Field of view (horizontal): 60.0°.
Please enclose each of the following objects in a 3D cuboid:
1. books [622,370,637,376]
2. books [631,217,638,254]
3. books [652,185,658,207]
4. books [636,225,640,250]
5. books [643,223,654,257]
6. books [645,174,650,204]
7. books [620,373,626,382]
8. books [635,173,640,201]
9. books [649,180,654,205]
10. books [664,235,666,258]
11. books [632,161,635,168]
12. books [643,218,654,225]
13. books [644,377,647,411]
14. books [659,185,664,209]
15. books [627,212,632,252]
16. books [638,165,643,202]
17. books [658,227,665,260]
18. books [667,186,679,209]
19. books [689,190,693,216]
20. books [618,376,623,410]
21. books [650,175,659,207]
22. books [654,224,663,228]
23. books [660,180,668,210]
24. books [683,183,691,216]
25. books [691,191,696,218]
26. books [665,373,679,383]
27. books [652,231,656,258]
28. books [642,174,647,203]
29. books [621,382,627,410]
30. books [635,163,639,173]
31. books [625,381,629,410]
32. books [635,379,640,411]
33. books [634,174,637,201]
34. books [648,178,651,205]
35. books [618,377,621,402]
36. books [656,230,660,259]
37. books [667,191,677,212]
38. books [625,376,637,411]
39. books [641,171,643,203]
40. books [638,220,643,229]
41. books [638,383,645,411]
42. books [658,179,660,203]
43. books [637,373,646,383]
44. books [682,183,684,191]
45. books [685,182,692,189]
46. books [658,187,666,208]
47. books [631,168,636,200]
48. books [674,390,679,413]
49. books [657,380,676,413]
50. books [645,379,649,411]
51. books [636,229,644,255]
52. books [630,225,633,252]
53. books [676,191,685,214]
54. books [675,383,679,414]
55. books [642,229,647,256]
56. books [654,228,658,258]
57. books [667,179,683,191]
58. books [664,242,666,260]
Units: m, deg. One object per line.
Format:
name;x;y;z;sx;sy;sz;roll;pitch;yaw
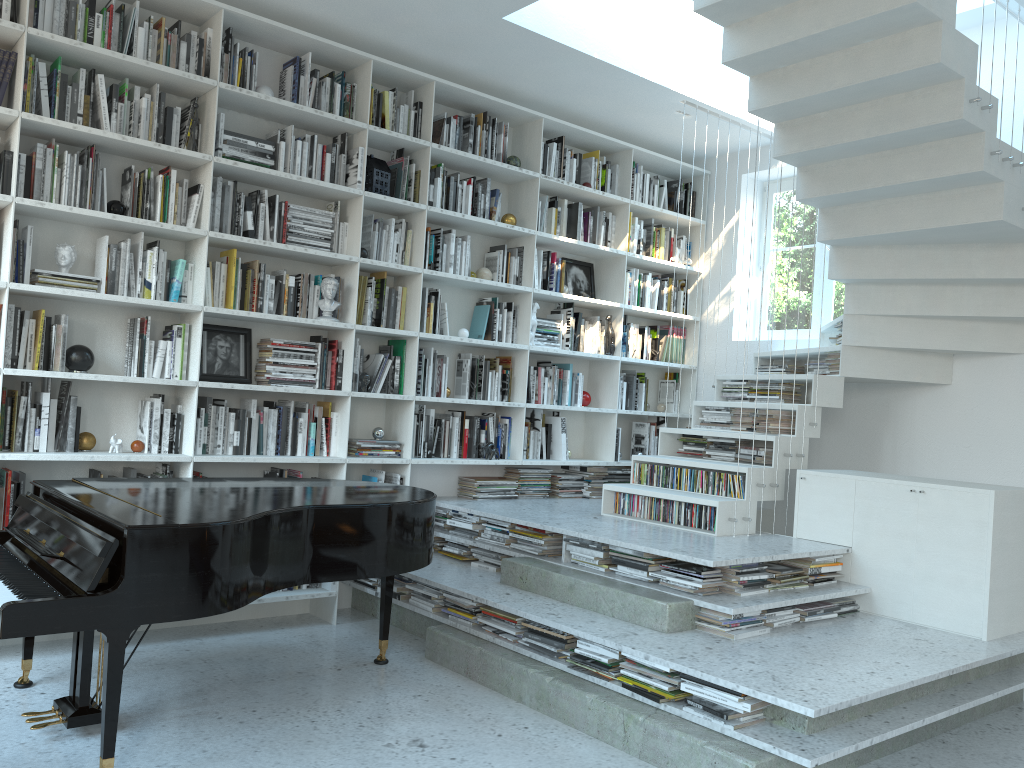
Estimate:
books;0.858;0.046;6.551;0.013;0.297;0.141;4;-1;-39
books;0.816;-1.050;6.344;0.026;0.263;0.189;4;-1;-39
books;1.012;-1.371;6.618;0.026;0.208;0.163;4;-1;-39
books;0.836;-1.028;6.376;0.049;0.223;0.161;4;-1;-39
books;0.951;-1.033;6.467;0.023;0.253;0.189;4;-1;-39
books;0.934;-1.406;6.549;0.029;0.264;0.179;4;-1;-39
books;0.768;0.054;6.483;0.024;0.267;0.133;4;-1;-39
books;0.852;-1.402;6.473;0.023;0.244;0.182;4;-1;-39
books;0.984;-1.388;6.590;0.025;0.237;0.143;4;-1;-39
books;1.076;-1.000;6.660;0.013;0.212;0.186;4;-1;-39
books;0.831;-1.448;6.473;0.014;0.331;0.142;4;-1;-39
books;0.967;-1.053;6.485;0.022;0.296;0.152;4;-1;-39
books;0.938;0.075;6.620;0.012;0.254;0.161;4;-1;-39
books;1.090;-1.377;6.697;0.010;0.235;0.131;4;-1;-39
books;0.779;-1.068;6.324;0.010;0.294;0.183;4;-1;-39
books;0.875;-1.432;6.492;0.012;0.306;0.184;4;-1;-39
books;1.022;-1.021;6.560;0.042;0.242;0.247;4;-1;-39
books;1.195;-1.375;6.766;0.068;0.247;0.160;4;-1;-39
books;1.314;-1.365;6.857;0.014;0.248;0.185;4;-1;-39
books;0.735;0.063;6.439;0.022;0.242;0.151;4;-1;-39
books;1.031;-1.407;6.641;0.012;0.285;0.159;4;-1;-39
books;1.061;-1.042;6.663;0.010;0.295;0.165;4;-1;-39
books;1.119;-1.396;6.716;0.069;0.277;0.131;4;-1;-39
books;1.288;-1.388;6.812;0.014;0.286;0.189;4;-1;-39
books;1.337;-1.359;6.859;0.025;0.237;0.187;4;-1;-39
books;1.232;0.069;6.872;0.013;0.315;0.129;4;-1;-39
books;0.976;-1.007;6.498;0.014;0.206;0.184;4;-1;-39
books;0.915;-1.405;6.532;0.022;0.259;0.163;4;-1;-39
books;0.757;0.085;6.451;0.029;0.201;0.172;4;-1;-39
books;0.857;-1.443;6.496;0.012;0.326;0.151;4;-1;-39
books;0.789;0.085;6.493;0.025;0.208;0.149;4;-1;-39
books;0.870;0.080;6.554;0.014;0.230;0.172;4;-1;-39
books;0.828;-1.397;6.444;0.022;0.229;0.174;4;-1;-39
books;0.959;-1.396;6.580;0.027;0.249;0.154;4;-1;-39
books;0.713;0.064;6.420;0.037;0.236;0.153;4;-1;-39
books;1.015;-1.012;6.525;0.013;0.222;0.174;4;-1;-39
books;1.168;-1.351;6.724;0.024;0.193;0.186;4;-1;-39
books;0.827;0.067;6.490;0.027;0.248;0.184;4;-1;-39
books;0.894;-1.414;6.520;0.027;0.275;0.148;4;-1;-39
books;0.878;-1.044;6.421;0.023;0.263;0.158;4;-1;-39
books;0.911;0.096;6.573;0.021;0.205;0.174;4;-1;-39
books;1.043;-1.396;6.646;0.015;0.263;0.143;4;-1;-39
books;0.920;0.057;6.590;0.011;0.284;0.161;4;-1;-39
books;1.258;-1.392;6.828;0.012;0.292;0.140;4;-1;-39
books;1.335;-1.399;6.896;0.014;0.319;0.144;4;-1;-39
books;1.072;-1.368;6.665;0.057;0.212;0.163;4;-1;-39
books;0.819;-1.418;6.431;0.012;0.269;0.184;4;-1;-39
books;1.208;0.134;6.832;0.028;0.181;0.167;4;-1;-39
books;1.190;0.096;6.825;0.012;0.254;0.161;4;-1;-39
books;0.950;0.083;6.625;0.013;0.240;0.166;4;-1;-39
books;0.867;-1.010;6.394;0.024;0.193;0.189;4;-1;-39
books;0.789;-1.023;6.334;0.024;0.205;0.165;4;-1;-39
books;1.237;-1.356;6.776;0.012;0.216;0.192;4;-1;-39
books;1.221;0.107;6.854;0.022;0.237;0.152;4;-1;-39
books;0.920;-1.014;6.466;0.025;0.211;0.134;4;-1;-39
books;0.999;-1.021;6.525;0.012;0.237;0.165;4;-1;-39
books;1.235;-1.405;6.803;0.014;0.313;0.161;4;-1;-39
books;1.096;-0.982;6.710;0.034;0.182;0.156;4;-1;-39
